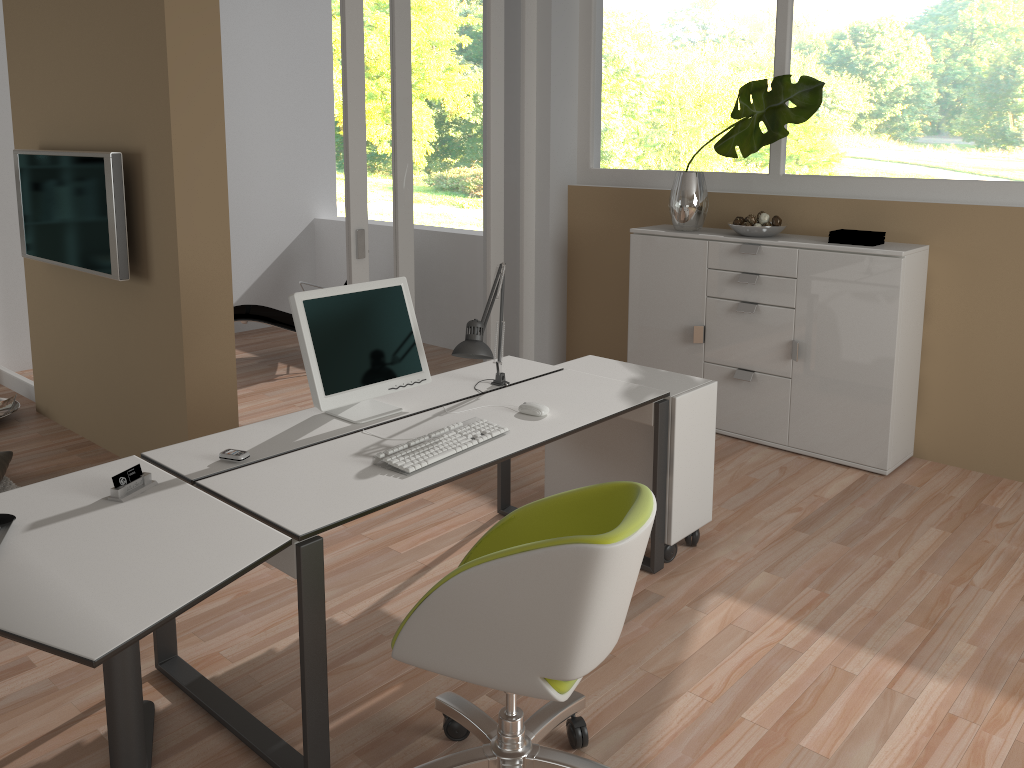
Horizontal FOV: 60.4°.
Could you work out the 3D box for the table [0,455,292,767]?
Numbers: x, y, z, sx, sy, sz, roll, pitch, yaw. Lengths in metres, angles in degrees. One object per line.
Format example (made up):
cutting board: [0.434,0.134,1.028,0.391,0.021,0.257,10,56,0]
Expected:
table: [-1.001,0.708,2.017,0.935,0.673,0.822,11,17,38]

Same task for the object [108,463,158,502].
object: [-0.988,0.254,2.294,0.049,0.054,0.133,4,15,17]

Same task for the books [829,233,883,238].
books: [1.725,-0.749,4.398,0.225,0.007,0.159,14,21,40]

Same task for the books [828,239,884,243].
books: [1.721,-0.722,4.402,0.224,0.006,0.159,13,20,39]

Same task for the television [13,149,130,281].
television: [-2.190,-0.858,4.332,1.187,0.567,0.055,13,15,41]

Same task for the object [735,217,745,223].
object: [1.245,-0.884,4.810,0.056,0.063,0.054,5,13,21]

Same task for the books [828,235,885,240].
books: [1.722,-0.738,4.397,0.225,0.006,0.159,15,21,42]

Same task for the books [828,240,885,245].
books: [1.723,-0.716,4.402,0.225,0.006,0.159,14,21,40]

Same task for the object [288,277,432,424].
object: [-0.500,-0.116,2.941,0.199,0.422,0.472,9,15,41]

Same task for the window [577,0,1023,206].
window: [1.791,-1.862,4.571,3.676,1.760,0.046,13,15,41]

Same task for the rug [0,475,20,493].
rug: [-2.773,0.611,3.548,2.048,0.044,1.469,14,21,40]

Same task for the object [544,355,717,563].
object: [0.467,0.289,3.576,0.628,0.662,0.312,11,15,41]

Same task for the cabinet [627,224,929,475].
cabinet: [1.353,-0.261,4.778,1.540,1.061,0.421,12,15,41]

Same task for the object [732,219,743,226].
object: [1.223,-0.864,4.763,0.056,0.060,0.056,-1,12,-4]

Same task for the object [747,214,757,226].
object: [1.280,-0.874,4.694,0.053,0.062,0.056,6,13,26]

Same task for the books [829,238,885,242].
books: [1.723,-0.727,4.399,0.225,0.006,0.159,14,21,40]

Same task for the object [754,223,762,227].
object: [1.303,-0.819,4.669,0.055,0.064,0.053,8,14,32]

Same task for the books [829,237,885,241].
books: [1.723,-0.732,4.398,0.225,0.006,0.159,14,21,40]

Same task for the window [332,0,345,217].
window: [2.062,-4.149,11.601,12.123,5.839,2.113,7,12,25]

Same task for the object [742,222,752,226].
object: [1.247,-0.829,4.668,0.052,0.064,0.057,-8,14,-34]

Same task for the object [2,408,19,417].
object: [-3.099,0.158,5.038,0.504,0.094,0.347,14,20,40]

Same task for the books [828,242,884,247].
books: [1.721,-0.705,4.403,0.225,0.007,0.159,14,21,40]

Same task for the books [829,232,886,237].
books: [1.724,-0.753,4.393,0.225,0.007,0.159,14,21,40]

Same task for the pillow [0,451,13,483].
pillow: [-2.551,0.432,3.831,0.611,0.205,0.594,-6,16,-22]

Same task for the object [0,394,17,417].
object: [-3.121,0.159,4.990,0.500,0.094,0.351,-5,16,-18]

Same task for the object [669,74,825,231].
object: [1.259,-1.229,4.744,0.866,0.828,0.268,10,14,39]

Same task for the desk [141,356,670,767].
desk: [-0.258,0.448,2.954,0.813,0.672,1.622,12,18,40]

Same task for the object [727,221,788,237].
object: [1.318,-0.830,4.732,0.314,0.062,0.322,2,16,7]

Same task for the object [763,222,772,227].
object: [1.347,-0.820,4.639,0.054,0.062,0.057,4,13,19]

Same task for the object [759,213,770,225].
object: [1.337,-0.874,4.668,0.051,0.065,0.057,-5,13,-24]

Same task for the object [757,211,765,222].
object: [1.355,-0.903,4.772,0.053,0.069,0.054,-10,15,-41]

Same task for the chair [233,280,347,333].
chair: [-1.697,-0.574,6.350,1.434,0.808,0.708,-3,12,-13]

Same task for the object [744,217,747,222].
object: [1.294,-0.889,4.832,0.054,0.063,0.058,0,12,1]

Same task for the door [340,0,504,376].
door: [-0.459,-1.117,5.045,0.060,2.595,1.201,8,13,41]

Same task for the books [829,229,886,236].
books: [1.725,-0.758,4.393,0.225,0.006,0.159,14,21,40]

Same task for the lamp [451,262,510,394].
lamp: [-0.104,-0.132,3.093,0.140,0.518,0.552,1,13,7]

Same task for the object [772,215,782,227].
object: [1.389,-0.851,4.622,0.053,0.067,0.053,-9,15,-39]

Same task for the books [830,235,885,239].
books: [1.725,-0.743,4.399,0.225,0.007,0.159,14,21,40]

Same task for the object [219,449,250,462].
object: [-0.793,0.204,2.517,0.084,0.020,0.048,6,16,21]

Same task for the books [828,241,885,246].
books: [1.723,-0.711,4.403,0.225,0.006,0.159,14,21,40]

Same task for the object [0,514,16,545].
object: [-1.197,0.350,1.994,0.090,0.030,0.221,-4,16,-17]

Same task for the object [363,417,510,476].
object: [-0.297,0.176,2.704,0.391,0.078,0.463,12,19,35]

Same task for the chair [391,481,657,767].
chair: [0.028,0.638,2.086,0.599,0.793,0.634,4,12,17]

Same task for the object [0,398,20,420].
object: [-3.115,0.191,4.981,0.586,0.062,0.598,5,16,16]

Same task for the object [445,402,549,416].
object: [-0.062,0.099,2.981,0.371,0.078,0.143,6,15,20]

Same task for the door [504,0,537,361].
door: [-0.256,-1.201,5.350,0.045,2.595,1.201,8,13,41]
